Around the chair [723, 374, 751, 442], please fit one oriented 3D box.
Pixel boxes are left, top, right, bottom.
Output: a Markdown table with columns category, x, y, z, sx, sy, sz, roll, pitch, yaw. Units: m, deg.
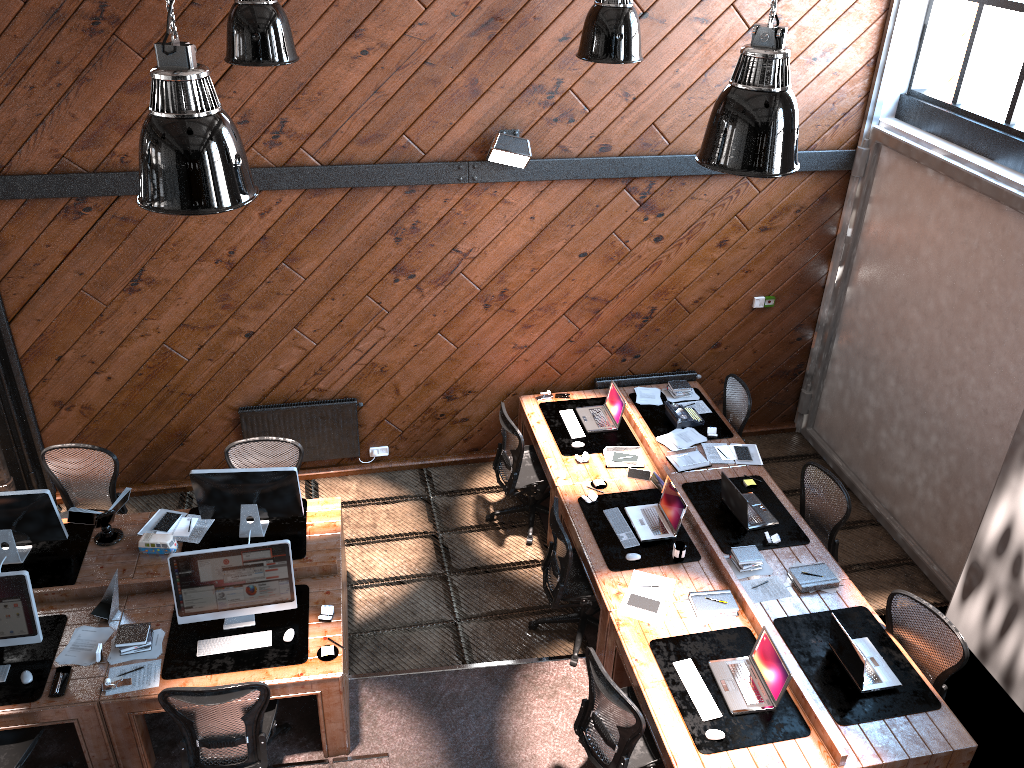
| category | x | y | z | sx | sy | sz | roll | pitch | yaw |
| --- | --- | --- | --- | --- | --- | --- | --- | --- | --- |
| chair | 1.773 | 0.497 | 7.951 | 0.792 | 1.085 | 0.770 | -11 | 33 | -21 |

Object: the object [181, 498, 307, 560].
| category | x | y | z | sx | sy | sz | roll | pitch | yaw |
| --- | --- | --- | --- | --- | --- | --- | --- | --- | --- |
| object | -1.904 | 1.062 | 6.346 | 0.848 | 0.008 | 0.687 | -4 | 31 | -10 |

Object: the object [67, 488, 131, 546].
| category | x | y | z | sx | sy | sz | roll | pitch | yaw |
| --- | --- | --- | --- | --- | --- | --- | --- | --- | --- |
| object | -2.839 | 0.916 | 6.159 | 0.417 | 0.380 | 0.304 | -21 | 38 | -34 |

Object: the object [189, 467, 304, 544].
| category | x | y | z | sx | sy | sz | roll | pitch | yaw |
| --- | --- | --- | --- | --- | --- | --- | --- | --- | --- |
| object | -1.833 | 0.805 | 6.254 | 0.811 | 0.578 | 0.663 | 27 | 39 | 36 |

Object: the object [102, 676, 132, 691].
| category | x | y | z | sx | sy | sz | roll | pitch | yaw |
| --- | --- | --- | --- | --- | --- | --- | --- | --- | --- |
| object | -2.294 | 1.725 | 5.140 | 0.159 | 0.064 | 0.054 | -11 | 33 | -22 |

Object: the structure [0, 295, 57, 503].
| category | x | y | z | sx | sy | sz | roll | pitch | yaw |
| --- | --- | --- | --- | --- | --- | --- | --- | --- | --- |
| structure | -4.415 | -0.103 | 6.974 | 1.003 | 2.745 | 0.500 | -2 | 31 | -6 |

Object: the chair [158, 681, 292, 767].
| category | x | y | z | sx | sy | sz | roll | pitch | yaw |
| --- | --- | --- | --- | --- | --- | --- | --- | --- | --- |
| chair | -1.692 | 1.970 | 5.231 | 0.770 | 1.085 | 0.792 | -11 | 33 | -21 |

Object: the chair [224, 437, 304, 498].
| category | x | y | z | sx | sy | sz | roll | pitch | yaw |
| --- | --- | --- | --- | --- | --- | --- | --- | --- | --- |
| chair | -1.865 | 1.002 | 6.866 | 0.770 | 1.085 | 0.792 | -11 | 33 | -21 |

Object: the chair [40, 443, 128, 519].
| category | x | y | z | sx | sy | sz | roll | pitch | yaw |
| --- | --- | --- | --- | --- | --- | --- | --- | --- | --- |
| chair | -3.240 | 1.046 | 6.705 | 0.770 | 1.085 | 0.792 | -5 | 31 | -12 |

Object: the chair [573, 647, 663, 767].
| category | x | y | z | sx | sy | sz | roll | pitch | yaw |
| --- | --- | --- | --- | --- | --- | --- | --- | --- | --- |
| chair | 0.720 | 2.020 | 5.295 | 0.792 | 1.085 | 0.770 | -24 | 39 | -37 |

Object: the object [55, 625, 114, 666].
| category | x | y | z | sx | sy | sz | roll | pitch | yaw |
| --- | --- | --- | --- | --- | --- | --- | --- | --- | --- |
| object | -2.602 | 1.593 | 5.405 | 0.246 | 0.002 | 0.315 | 3 | 30 | 2 |

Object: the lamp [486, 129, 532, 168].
| category | x | y | z | sx | sy | sz | roll | pitch | yaw |
| --- | --- | --- | --- | --- | --- | --- | --- | --- | --- |
| lamp | -0.032 | -1.809 | 6.892 | 0.328 | 0.287 | 0.283 | -5 | 31 | -12 |

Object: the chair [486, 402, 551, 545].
| category | x | y | z | sx | sy | sz | roll | pitch | yaw |
| --- | --- | --- | --- | --- | --- | --- | --- | --- | --- |
| chair | 0.165 | 0.671 | 7.555 | 0.792 | 1.085 | 0.770 | -17 | 35 | -29 |

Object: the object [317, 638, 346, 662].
| category | x | y | z | sx | sy | sz | roll | pitch | yaw |
| --- | --- | --- | --- | --- | --- | --- | --- | --- | --- |
| object | -1.119 | 1.626 | 5.416 | 0.158 | 0.026 | 0.154 | 21 | 35 | 29 |

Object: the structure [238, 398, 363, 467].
| category | x | y | z | sx | sy | sz | roll | pitch | yaw |
| --- | --- | --- | --- | --- | --- | --- | --- | --- | --- |
| structure | -1.847 | 0.444 | 7.883 | 1.064 | 0.628 | 0.073 | -5 | 31 | -11 |

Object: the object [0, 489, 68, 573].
| category | x | y | z | sx | sy | sz | roll | pitch | yaw |
| --- | --- | --- | --- | --- | --- | --- | --- | --- | --- |
| object | -3.399 | 0.918 | 5.964 | 0.772 | 0.578 | 0.642 | 21 | 35 | 28 |

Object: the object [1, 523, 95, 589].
| category | x | y | z | sx | sy | sz | roll | pitch | yaw |
| --- | --- | --- | --- | --- | --- | --- | --- | --- | --- |
| object | -3.355 | 1.189 | 6.040 | 0.848 | 0.008 | 0.687 | -4 | 31 | -10 |

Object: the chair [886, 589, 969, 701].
| category | x | y | z | sx | sy | sz | roll | pitch | yaw |
| --- | --- | --- | --- | --- | --- | --- | --- | --- | --- |
| chair | 2.375 | 1.918 | 5.573 | 0.792 | 1.085 | 0.770 | -24 | 39 | -37 |

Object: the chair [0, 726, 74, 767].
| category | x | y | z | sx | sy | sz | roll | pitch | yaw |
| --- | --- | --- | --- | --- | --- | --- | --- | --- | --- |
| chair | -3.022 | 2.075 | 4.971 | 0.770 | 1.085 | 0.792 | -5 | 31 | -12 |

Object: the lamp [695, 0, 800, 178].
| category | x | y | z | sx | sy | sz | roll | pitch | yaw |
| --- | --- | --- | --- | --- | --- | --- | --- | --- | --- |
| lamp | 1.068 | -1.993 | 3.290 | 0.445 | 2.372 | 0.445 | 21 | 35 | 29 |

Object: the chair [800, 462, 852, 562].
| category | x | y | z | sx | sy | sz | roll | pitch | yaw |
| --- | --- | --- | --- | --- | --- | --- | --- | --- | --- |
| chair | 2.154 | 1.201 | 6.777 | 0.792 | 1.085 | 0.770 | -17 | 35 | -29 |

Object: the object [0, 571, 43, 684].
| category | x | y | z | sx | sy | sz | roll | pitch | yaw |
| --- | --- | --- | --- | --- | --- | --- | --- | --- | --- |
| object | -3.118 | 1.417 | 5.132 | 0.735 | 0.576 | 0.654 | 22 | 36 | 30 |

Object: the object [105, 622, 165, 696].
| category | x | y | z | sx | sy | sz | roll | pitch | yaw |
| --- | --- | --- | --- | --- | --- | --- | --- | --- | --- |
| object | -2.262 | 1.616 | 5.292 | 0.319 | 0.098 | 0.478 | -6 | 31 | -13 |

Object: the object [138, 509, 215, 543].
| category | x | y | z | sx | sy | sz | roll | pitch | yaw |
| --- | --- | --- | --- | --- | --- | --- | --- | --- | --- |
| object | -2.400 | 1.014 | 6.372 | 0.467 | 0.017 | 0.304 | 7 | 31 | 9 |

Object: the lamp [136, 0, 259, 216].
| category | x | y | z | sx | sy | sz | roll | pitch | yaw |
| --- | --- | --- | --- | --- | --- | --- | --- | --- | --- |
| lamp | -1.175 | -1.749 | 2.837 | 0.445 | 2.372 | 0.445 | 7 | 31 | 8 |

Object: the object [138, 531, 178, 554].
| category | x | y | z | sx | sy | sz | roll | pitch | yaw |
| --- | --- | --- | --- | --- | --- | --- | --- | --- | --- |
| object | -2.453 | 1.108 | 6.152 | 0.253 | 0.146 | 0.128 | 2 | 30 | 1 |

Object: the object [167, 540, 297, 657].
| category | x | y | z | sx | sy | sz | roll | pitch | yaw |
| --- | --- | --- | --- | --- | --- | --- | --- | --- | --- |
| object | -1.720 | 1.242 | 5.513 | 0.714 | 0.573 | 0.610 | -5 | 31 | -12 |

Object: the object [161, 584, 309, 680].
| category | x | y | z | sx | sy | sz | roll | pitch | yaw |
| --- | --- | --- | --- | --- | --- | --- | --- | --- | --- |
| object | -1.706 | 1.535 | 5.555 | 0.848 | 0.008 | 0.687 | -4 | 31 | -10 |

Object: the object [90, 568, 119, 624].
| category | x | y | z | sx | sy | sz | roll | pitch | yaw |
| --- | --- | --- | --- | --- | --- | --- | --- | --- | --- |
| object | -2.551 | 1.329 | 5.543 | 0.178 | 0.320 | 0.165 | 0 | 31 | -3 |

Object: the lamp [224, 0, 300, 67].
| category | x | y | z | sx | sy | sz | roll | pitch | yaw |
| --- | --- | --- | --- | --- | --- | --- | --- | --- | --- |
| lamp | -1.494 | -3.011 | 4.837 | 0.445 | 2.372 | 0.445 | 2 | 30 | -1 |

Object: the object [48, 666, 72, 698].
| category | x | y | z | sx | sy | sz | roll | pitch | yaw |
| --- | --- | --- | --- | --- | --- | --- | --- | --- | --- |
| object | -2.624 | 1.727 | 5.149 | 0.089 | 0.031 | 0.215 | -5 | 31 | -11 |

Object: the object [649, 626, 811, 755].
| category | x | y | z | sx | sy | sz | roll | pitch | yaw |
| --- | --- | --- | --- | --- | --- | --- | --- | --- | --- |
| object | 1.277 | 1.799 | 5.292 | 0.687 | 0.008 | 0.848 | -5 | 31 | -12 |

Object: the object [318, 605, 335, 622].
| category | x | y | z | sx | sy | sz | roll | pitch | yaw |
| --- | --- | --- | --- | --- | --- | --- | --- | --- | --- |
| object | -1.185 | 1.464 | 5.652 | 0.082 | 0.063 | 0.106 | 4 | 31 | 4 |

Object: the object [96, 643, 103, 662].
| category | x | y | z | sx | sy | sz | roll | pitch | yaw |
| --- | --- | --- | --- | --- | --- | --- | --- | --- | --- |
| object | -2.464 | 1.609 | 5.293 | 0.034 | 0.102 | 0.076 | -4 | 31 | -11 |

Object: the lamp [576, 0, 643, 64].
| category | x | y | z | sx | sy | sz | roll | pitch | yaw |
| --- | --- | --- | --- | --- | --- | --- | --- | --- | --- |
| lamp | 0.686 | -3.199 | 5.316 | 0.445 | 2.372 | 0.445 | -6 | 31 | -13 |

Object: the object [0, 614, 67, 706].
| category | x | y | z | sx | sy | sz | roll | pitch | yaw |
| --- | --- | --- | --- | --- | --- | --- | --- | --- | --- |
| object | -3.161 | 1.657 | 5.256 | 0.848 | 0.008 | 0.687 | -4 | 31 | -10 |

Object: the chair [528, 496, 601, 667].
| category | x | y | z | sx | sy | sz | roll | pitch | yaw |
| --- | --- | --- | --- | --- | --- | --- | --- | --- | --- |
| chair | 0.531 | 1.344 | 6.433 | 0.792 | 1.085 | 0.770 | -11 | 33 | -21 |
